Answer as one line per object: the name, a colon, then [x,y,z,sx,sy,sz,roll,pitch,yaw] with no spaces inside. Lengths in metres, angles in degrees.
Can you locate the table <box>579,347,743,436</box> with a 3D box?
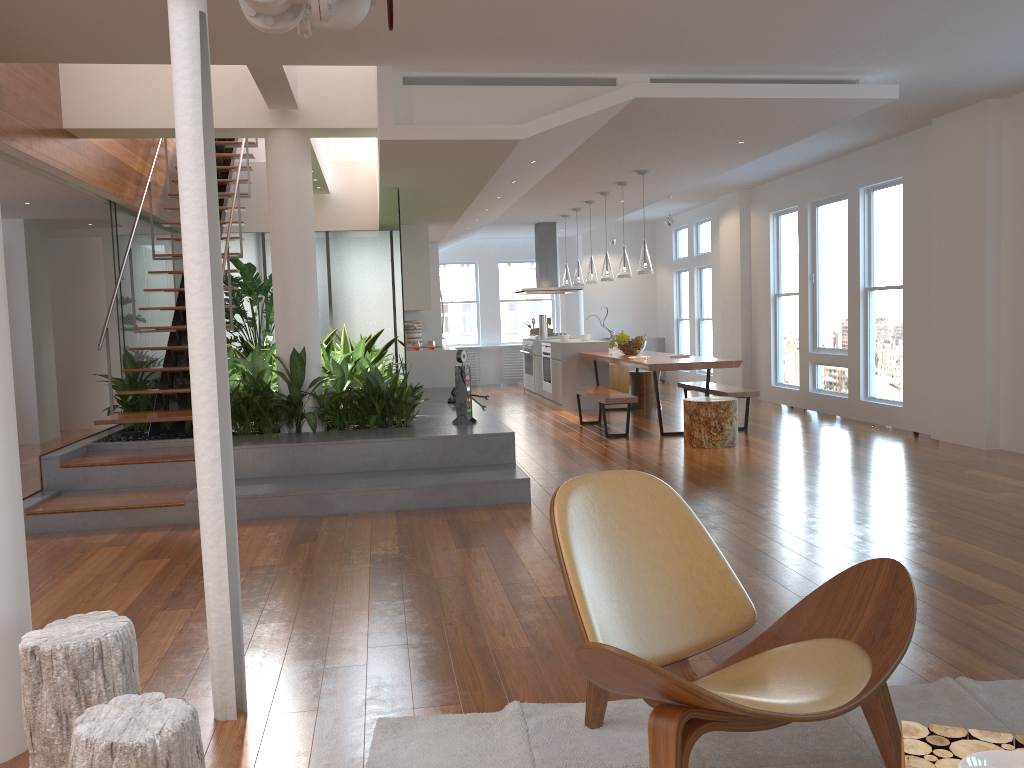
table: [1.226,-0.054,11.001,0.893,0.704,5.996,-3,4,-8]

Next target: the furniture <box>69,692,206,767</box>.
furniture: [-0.812,0.884,1.950,0.294,0.333,0.292,-5,5,-38]

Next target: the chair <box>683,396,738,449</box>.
chair: [1.728,0.329,7.715,0.460,0.400,0.460,-2,4,2]

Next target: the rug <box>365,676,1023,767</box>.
rug: [1.461,1.017,1.021,3.525,0.057,3.478,-2,4,-4]

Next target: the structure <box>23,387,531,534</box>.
structure: [-1.827,0.440,8.113,3.088,0.386,5.584,-3,4,-8]

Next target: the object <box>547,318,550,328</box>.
object: [0.550,-0.870,13.634,0.068,0.298,0.039,-3,4,-8]

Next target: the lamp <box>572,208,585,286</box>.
lamp: [0.846,-1.793,11.422,0.160,1.060,0.160,0,5,19]

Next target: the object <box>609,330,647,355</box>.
object: [1.308,-0.467,9.969,0.394,0.284,0.292,-6,6,-44]

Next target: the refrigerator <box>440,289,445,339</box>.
refrigerator: [-1.374,-0.703,13.331,0.725,1.772,0.908,-3,4,-8]

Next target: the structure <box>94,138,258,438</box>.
structure: [-2.204,-1.675,8.578,2.552,4.265,4.591,-3,4,-8]

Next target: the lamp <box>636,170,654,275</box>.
lamp: [1.277,-1.592,8.570,0.160,1.060,0.160,0,5,19]

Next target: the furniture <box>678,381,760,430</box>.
furniture: [2.096,0.220,9.120,0.316,0.389,1.433,-3,4,-8]

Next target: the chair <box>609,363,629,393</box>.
chair: [1.515,-0.090,13.158,0.344,0.430,0.549,-2,4,-4]

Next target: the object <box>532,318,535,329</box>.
object: [0.333,-0.863,13.620,0.055,0.299,0.027,-3,4,-8]

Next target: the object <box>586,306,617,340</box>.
object: [1.541,-1.034,15.039,0.590,0.563,0.210,-5,5,-37]

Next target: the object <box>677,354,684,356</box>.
object: [1.713,-0.286,8.992,0.079,0.030,0.070,1,5,35]

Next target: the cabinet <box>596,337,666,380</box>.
cabinet: [1.936,-0.411,15.187,1.309,0.725,0.420,-3,4,-8]

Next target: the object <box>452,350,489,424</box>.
object: [-0.310,0.020,6.750,0.318,0.565,0.134,0,5,28]

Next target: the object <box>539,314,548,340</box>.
object: [0.458,-0.817,12.715,0.120,0.356,0.172,2,6,40]

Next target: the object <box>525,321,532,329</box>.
object: [0.298,-0.844,13.613,0.199,0.259,0.016,-2,4,2]

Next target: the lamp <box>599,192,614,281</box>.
lamp: [1.062,-1.693,9.996,0.160,1.060,0.160,0,5,19]

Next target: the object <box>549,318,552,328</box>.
object: [0.584,-0.872,13.657,0.057,0.294,0.030,-3,4,-8]

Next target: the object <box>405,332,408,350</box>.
object: [-1.330,-0.525,10.824,0.104,0.222,0.200,-3,4,-8]

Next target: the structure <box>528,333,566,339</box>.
structure: [0.536,-0.714,13.199,0.520,0.073,0.650,-3,4,-8]

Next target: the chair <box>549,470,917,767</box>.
chair: [0.544,0.632,2.099,0.856,0.752,0.867,-2,4,-3]

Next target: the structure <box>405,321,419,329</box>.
structure: [-1.337,-0.551,11.576,0.248,0.536,0.115,-3,4,-8]

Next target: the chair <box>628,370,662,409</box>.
chair: [1.641,0.067,10.943,0.396,0.455,0.402,-3,5,-18]

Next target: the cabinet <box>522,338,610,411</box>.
cabinet: [0.686,-0.200,12.325,0.597,0.832,2.936,-3,4,-8]

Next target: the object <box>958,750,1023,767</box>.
object: [0.613,0.510,1.052,0.152,0.082,0.152,2,6,42]

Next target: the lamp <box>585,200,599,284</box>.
lamp: [0.954,-1.743,10.709,0.160,1.060,0.160,0,5,19]

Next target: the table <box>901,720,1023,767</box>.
table: [0.783,0.811,1.079,0.548,0.534,0.489,0,5,22]

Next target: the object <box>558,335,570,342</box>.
object: [0.664,-0.582,11.327,0.152,0.082,0.152,1,5,31]

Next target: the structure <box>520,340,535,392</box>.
structure: [0.510,-0.287,13.213,0.649,0.735,0.890,-3,4,-8]

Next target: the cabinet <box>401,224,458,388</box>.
cabinet: [-1.324,-0.863,12.574,0.676,2.280,4.565,-3,4,-8]

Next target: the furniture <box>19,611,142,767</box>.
furniture: [-1.084,0.827,2.264,0.298,0.418,0.290,2,6,44]

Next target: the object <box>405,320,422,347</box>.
object: [-1.366,-0.687,12.124,0.267,0.356,0.266,-1,5,17]

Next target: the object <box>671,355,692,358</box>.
object: [1.713,-0.280,8.993,0.222,0.020,0.222,-3,4,-16]

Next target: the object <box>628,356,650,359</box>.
object: [1.289,-0.265,8.978,0.222,0.020,0.222,1,5,32]

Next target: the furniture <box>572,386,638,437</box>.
furniture: [0.917,0.272,8.946,0.316,0.389,1.433,-3,4,-8]

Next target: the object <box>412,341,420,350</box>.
object: [-1.148,-0.458,10.581,0.094,0.106,0.094,-2,4,-3]

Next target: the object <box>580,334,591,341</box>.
object: [0.929,-0.584,11.241,0.152,0.082,0.152,2,6,42]

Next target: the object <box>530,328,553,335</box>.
object: [0.454,-0.788,13.633,0.353,0.157,0.084,-3,4,-8]

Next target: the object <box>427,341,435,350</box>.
object: [-0.962,-0.463,10.562,0.094,0.106,0.094,-2,4,-3]

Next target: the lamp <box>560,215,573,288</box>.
lamp: [0.739,-1.844,12.136,0.160,1.060,0.160,0,5,19]

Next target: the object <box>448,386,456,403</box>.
object: [-0.543,0.101,8.460,0.216,0.155,0.181,-6,6,-44]

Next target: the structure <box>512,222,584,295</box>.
structure: [0.498,-2.038,13.072,0.909,1.405,0.900,-3,4,-8]

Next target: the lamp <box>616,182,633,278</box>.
lamp: [1.169,-1.642,9.283,0.160,1.060,0.160,0,5,19]

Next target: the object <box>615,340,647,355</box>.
object: [1.337,-0.404,9.964,0.360,0.159,0.360,2,6,45]

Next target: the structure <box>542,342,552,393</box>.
structure: [0.474,-0.221,11.781,0.072,0.648,0.644,-3,4,-8]
